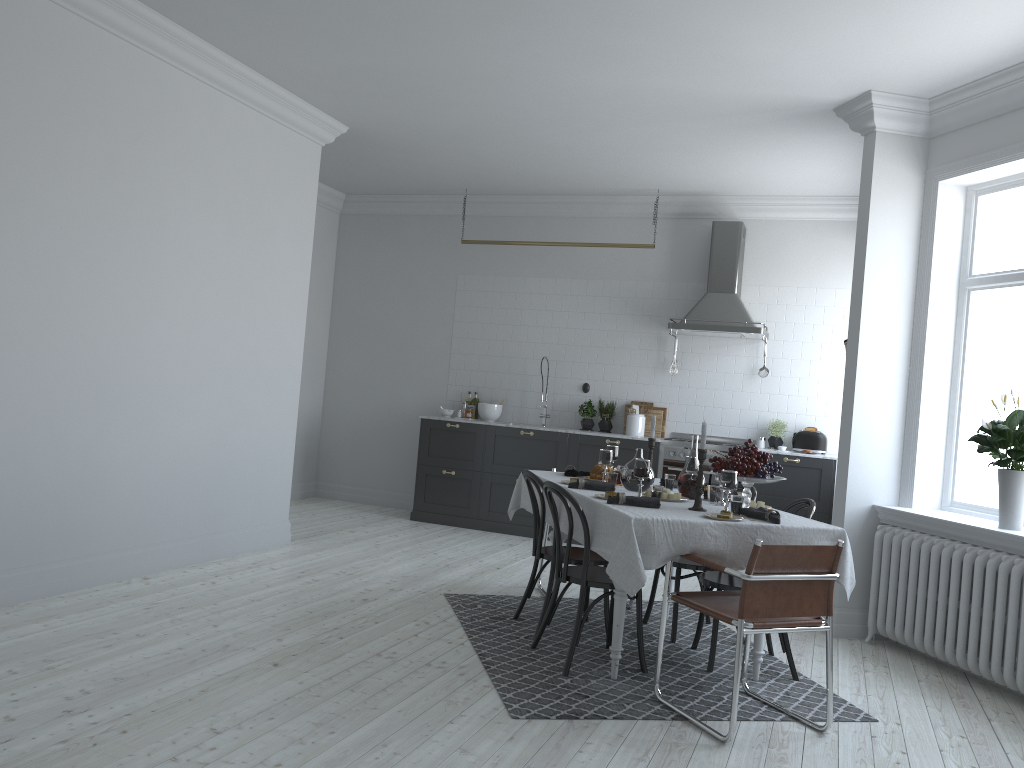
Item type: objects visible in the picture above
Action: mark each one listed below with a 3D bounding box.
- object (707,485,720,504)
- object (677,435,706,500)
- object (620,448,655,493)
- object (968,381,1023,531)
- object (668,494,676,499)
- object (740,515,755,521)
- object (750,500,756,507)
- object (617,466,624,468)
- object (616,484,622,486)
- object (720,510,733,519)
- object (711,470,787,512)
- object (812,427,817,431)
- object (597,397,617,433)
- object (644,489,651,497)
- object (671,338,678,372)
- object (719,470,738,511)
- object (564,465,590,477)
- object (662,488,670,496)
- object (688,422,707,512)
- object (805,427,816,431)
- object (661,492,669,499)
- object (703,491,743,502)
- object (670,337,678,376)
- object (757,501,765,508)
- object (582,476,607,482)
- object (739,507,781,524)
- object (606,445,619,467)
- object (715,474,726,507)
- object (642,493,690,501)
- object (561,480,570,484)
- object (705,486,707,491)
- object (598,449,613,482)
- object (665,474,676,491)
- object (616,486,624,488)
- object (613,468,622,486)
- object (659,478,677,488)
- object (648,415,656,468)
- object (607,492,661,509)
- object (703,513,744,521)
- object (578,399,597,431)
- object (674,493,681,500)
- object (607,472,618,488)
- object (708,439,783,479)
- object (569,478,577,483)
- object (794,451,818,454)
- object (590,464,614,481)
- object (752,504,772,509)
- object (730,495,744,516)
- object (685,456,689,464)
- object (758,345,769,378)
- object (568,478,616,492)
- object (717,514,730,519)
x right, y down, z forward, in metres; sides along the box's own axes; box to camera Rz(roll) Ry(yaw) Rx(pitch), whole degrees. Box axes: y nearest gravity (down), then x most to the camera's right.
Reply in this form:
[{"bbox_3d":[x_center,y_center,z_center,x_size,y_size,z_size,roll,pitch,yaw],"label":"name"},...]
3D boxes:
[{"bbox_3d":[1.064,0.587,4.698,0.066,0.094,0.066,5,-1,32],"label":"object"},{"bbox_3d":[0.987,0.454,4.847,0.152,0.352,0.152,5,-1,-19],"label":"object"},{"bbox_3d":[0.707,0.485,4.989,0.194,0.245,0.194,5,-1,3],"label":"object"},{"bbox_3d":[-8.915,-1.610,7.398,72.085,19.432,33.873,5,-1,-15],"label":"object"},{"bbox_3d":[0.834,0.595,4.679,0.040,0.039,0.077,5,-1,-10],"label":"object"},{"bbox_3d":[1.103,0.625,4.142,0.031,0.012,0.131,5,-1,-17],"label":"object"},{"bbox_3d":[1.257,0.631,4.674,0.039,0.040,0.078,5,-1,-5],"label":"object"},{"bbox_3d":[0.692,0.564,5.575,0.066,0.094,0.066,5,-1,9],"label":"object"},{"bbox_3d":[0.643,0.585,5.173,0.167,0.031,0.031,5,-1,-35],"label":"object"},{"bbox_3d":[0.989,0.602,4.092,0.057,0.037,0.021,4,-1,41],"label":"object"},{"bbox_3d":[1.168,0.545,4.413,0.367,0.188,0.367,5,-1,-28],"label":"object"},{"bbox_3d":[2.695,0.441,7.987,0.107,0.110,0.010,5,-1,25],"label":"object"},{"bbox_3d":[0.914,0.288,8.605,0.196,0.367,0.186,5,-1,-25],"label":"object"},{"bbox_3d":[0.729,0.573,4.699,0.039,0.040,0.078,5,-1,-5],"label":"object"},{"bbox_3d":[1.557,-0.286,8.448,0.066,0.332,0.024,5,-1,25],"label":"object"},{"bbox_3d":[1.022,0.519,4.202,0.083,0.215,0.083,5,-1,25],"label":"object"},{"bbox_3d":[0.366,0.556,5.673,0.165,0.061,0.247,5,-1,-30],"label":"object"},{"bbox_3d":[0.797,0.584,4.744,0.100,0.056,0.056,4,-1,37],"label":"object"},{"bbox_3d":[0.923,0.401,4.324,0.089,0.432,0.089,4,-1,43],"label":"object"},{"bbox_3d":[2.662,0.441,7.917,0.107,0.110,0.010,5,-1,25],"label":"object"},{"bbox_3d":[0.778,0.589,4.663,0.077,0.040,0.040,4,-1,40],"label":"object"},{"bbox_3d":[1.170,0.617,4.894,0.247,0.061,0.165,5,-1,-30],"label":"object"},{"bbox_3d":[1.545,-0.263,8.417,0.074,0.381,0.076,5,-1,1],"label":"object"},{"bbox_3d":[1.298,0.636,4.683,0.040,0.039,0.077,5,-1,-10],"label":"object"},{"bbox_3d":[0.557,0.591,5.461,0.251,0.018,0.251,5,-1,20],"label":"object"},{"bbox_3d":[1.216,0.613,4.171,0.165,0.061,0.247,5,-1,-30],"label":"object"},{"bbox_3d":[0.632,0.501,5.648,0.083,0.215,0.083,5,-1,25],"label":"object"},{"bbox_3d":[1.103,0.531,4.634,0.083,0.215,0.083,5,-1,16],"label":"object"},{"bbox_3d":[0.815,0.605,4.711,0.251,0.018,0.251,5,-1,20],"label":"object"},{"bbox_3d":[0.372,0.572,5.101,0.182,0.013,0.182,5,-1,35],"label":"object"},{"bbox_3d":[1.169,0.630,5.302,0.036,0.039,0.051,5,-1,-3],"label":"object"},{"bbox_3d":[0.533,0.486,5.086,0.083,0.215,0.083,5,-1,25],"label":"object"},{"bbox_3d":[0.932,0.581,5.238,0.066,0.094,0.066,5,-1,9],"label":"object"},{"bbox_3d":[0.658,0.600,5.185,0.150,0.009,0.075,5,-1,-35],"label":"object"},{"bbox_3d":[0.637,0.553,5.291,0.091,0.101,0.091,5,-1,-25],"label":"object"},{"bbox_3d":[1.028,0.611,5.491,0.247,0.061,0.165,5,-1,-30],"label":"object"},{"bbox_3d":[0.817,0.401,5.216,0.089,0.432,0.089,4,-1,43],"label":"object"},{"bbox_3d":[0.602,0.561,4.273,0.247,0.061,0.165,5,-1,-30],"label":"object"},{"bbox_3d":[0.969,0.613,4.065,0.182,0.013,0.182,5,-1,30],"label":"object"},{"bbox_3d":[0.735,0.301,8.685,0.172,0.311,0.179,5,-1,31],"label":"object"},{"bbox_3d":[0.877,0.596,4.723,0.039,0.040,0.077,5,-1,0],"label":"object"},{"bbox_3d":[0.562,0.547,4.994,0.066,0.094,0.066,5,-1,9],"label":"object"},{"bbox_3d":[1.177,0.380,4.404,0.347,0.215,0.318,5,-1,-17],"label":"object"},{"bbox_3d":[0.360,0.558,5.096,0.057,0.037,0.021,5,-1,11],"label":"object"},{"bbox_3d":[2.551,0.598,7.708,0.209,0.011,0.209,5,-1,-32],"label":"object"},{"bbox_3d":[0.550,0.549,5.459,0.191,0.105,0.164,4,-1,40],"label":"object"},{"bbox_3d":[1.276,0.646,4.672,0.182,0.013,0.182,5,-1,20],"label":"object"},{"bbox_3d":[1.077,0.583,4.255,0.066,0.094,0.066,5,-1,9],"label":"object"},{"bbox_3d":[1.044,0.531,5.171,0.083,0.215,0.083,5,-1,25],"label":"object"},{"bbox_3d":[2.324,-0.223,8.154,0.101,0.331,0.030,5,-1,31],"label":"object"},{"bbox_3d":[0.451,0.554,4.858,0.247,0.061,0.165,5,-1,-30],"label":"object"},{"bbox_3d":[0.968,0.608,4.054,0.057,0.021,0.037,5,-1,20],"label":"object"}]
